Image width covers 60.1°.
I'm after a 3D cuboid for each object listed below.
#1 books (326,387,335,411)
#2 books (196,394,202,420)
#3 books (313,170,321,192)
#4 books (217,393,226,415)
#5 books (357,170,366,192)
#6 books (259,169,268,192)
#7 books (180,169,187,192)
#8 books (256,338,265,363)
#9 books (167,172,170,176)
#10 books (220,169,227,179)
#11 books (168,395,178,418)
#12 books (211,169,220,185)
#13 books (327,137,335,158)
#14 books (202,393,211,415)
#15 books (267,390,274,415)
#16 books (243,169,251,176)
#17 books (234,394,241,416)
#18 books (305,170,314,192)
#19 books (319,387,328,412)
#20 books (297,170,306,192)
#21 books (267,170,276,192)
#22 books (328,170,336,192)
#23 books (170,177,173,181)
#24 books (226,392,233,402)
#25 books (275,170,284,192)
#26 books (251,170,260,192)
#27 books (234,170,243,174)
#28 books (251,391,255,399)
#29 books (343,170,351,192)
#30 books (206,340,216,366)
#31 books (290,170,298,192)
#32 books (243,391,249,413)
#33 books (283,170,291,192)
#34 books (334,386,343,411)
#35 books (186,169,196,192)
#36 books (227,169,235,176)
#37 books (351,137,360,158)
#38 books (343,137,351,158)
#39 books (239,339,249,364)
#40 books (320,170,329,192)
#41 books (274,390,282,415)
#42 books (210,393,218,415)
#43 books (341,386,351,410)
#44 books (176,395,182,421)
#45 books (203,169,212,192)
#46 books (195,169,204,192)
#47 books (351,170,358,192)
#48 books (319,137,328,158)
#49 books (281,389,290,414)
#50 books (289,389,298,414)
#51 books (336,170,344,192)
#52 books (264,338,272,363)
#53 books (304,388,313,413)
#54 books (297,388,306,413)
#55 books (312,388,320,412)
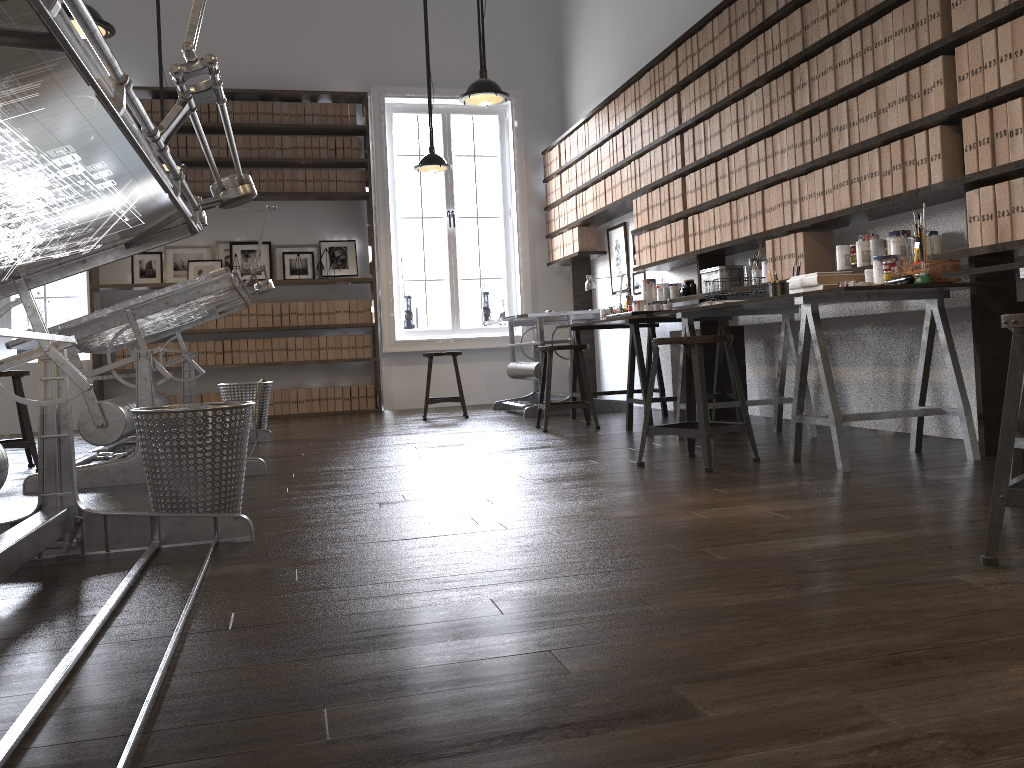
[{"bbox_3d":[-1.702,0.142,8.316,0.067,0.226,0.174,-3,0,-14],"label":"books"},{"bbox_3d":[-2.838,0.207,8.023,0.067,0.226,0.174,-3,0,-14],"label":"books"},{"bbox_3d":[-1.837,-1.887,8.340,0.067,0.226,0.174,-3,0,-14],"label":"books"},{"bbox_3d":[-2.642,0.196,8.071,0.067,0.226,0.174,-3,0,-14],"label":"books"},{"bbox_3d":[-1.438,-1.910,8.441,0.067,0.226,0.174,-3,0,-14],"label":"books"},{"bbox_3d":[-2.302,-1.861,8.219,0.067,0.226,0.174,-3,0,-14],"label":"books"},{"bbox_3d":[-2.984,-1.822,8.046,0.067,0.226,0.174,-3,0,-14],"label":"books"},{"bbox_3d":[-2.324,-0.306,8.174,0.067,0.226,0.174,-3,0,-14],"label":"books"},{"bbox_3d":[-3.116,-1.814,8.016,0.067,0.226,0.174,-3,0,-14],"label":"books"},{"bbox_3d":[-2.640,-1.841,8.131,0.067,0.226,0.174,-3,0,-14],"label":"books"},{"bbox_3d":[-3.050,0.219,7.974,0.067,0.226,0.174,-3,0,-14],"label":"books"},{"bbox_3d":[-2.710,-1.837,8.114,0.067,0.226,0.174,-3,0,-14],"label":"books"},{"bbox_3d":[-1.714,-2.207,8.382,0.067,0.226,0.174,-3,0,-14],"label":"books"},{"bbox_3d":[-2.768,0.203,8.046,0.067,0.226,0.174,-3,0,-14],"label":"books"},{"bbox_3d":[-2.234,0.172,8.175,0.067,0.226,0.174,-3,0,-14],"label":"books"},{"bbox_3d":[-2.444,-1.853,8.182,0.067,0.226,0.174,-3,0,-14],"label":"books"},{"bbox_3d":[-2.502,0.188,8.110,0.067,0.226,0.174,-3,0,-14],"label":"books"},{"bbox_3d":[-1.904,-1.884,8.319,0.067,0.226,0.174,-3,0,-14],"label":"books"},{"bbox_3d":[-1.771,0.146,8.298,0.067,0.226,0.174,-3,0,-14],"label":"books"},{"bbox_3d":[-1.975,-1.879,8.303,0.067,0.226,0.174,-3,0,-14],"label":"books"},{"bbox_3d":[-2.235,-1.865,8.240,0.067,0.226,0.174,-3,0,-14],"label":"books"},{"bbox_3d":[-1.701,-1.895,8.373,0.067,0.226,0.174,-3,0,-14],"label":"books"},{"bbox_3d":[-3.054,-1.818,8.030,0.067,0.226,0.174,-3,0,-14],"label":"books"},{"bbox_3d":[-2.572,0.192,8.089,0.067,0.226,0.174,-3,0,-14],"label":"books"},{"bbox_3d":[-2.166,-1.869,8.258,0.067,0.226,0.174,-3,0,-14],"label":"books"},{"bbox_3d":[-2.373,-1.857,8.206,0.067,0.226,0.174,-3,0,-14],"label":"books"},{"bbox_3d":[-2.517,-1.849,8.169,0.067,0.226,0.174,-3,0,-14],"label":"books"},{"bbox_3d":[-2.360,0.180,8.146,0.067,0.226,0.174,-3,0,-14],"label":"books"},{"bbox_3d":[-1.566,-1.903,8.403,0.067,0.226,0.174,-3,0,-14],"label":"books"},{"bbox_3d":[-2.737,-0.282,8.063,0.067,0.226,0.174,-3,0,-14],"label":"books"},{"bbox_3d":[-2.036,-1.876,8.289,0.067,0.226,0.174,-3,0,-14],"label":"books"},{"bbox_3d":[-2.430,0.184,8.127,0.067,0.226,0.174,-3,0,-14],"label":"books"},{"bbox_3d":[-2.100,-1.872,8.268,0.067,0.226,0.174,-3,0,-14],"label":"books"},{"bbox_3d":[-1.633,0.138,8.329,0.067,0.226,0.174,-3,0,-14],"label":"books"},{"bbox_3d":[-2.917,-1.826,8.067,0.067,0.226,0.174,-3,0,-14],"label":"books"},{"bbox_3d":[-2.580,-1.845,8.151,0.067,0.226,0.174,-3,0,-14],"label":"books"},{"bbox_3d":[-1.495,-2.220,8.435,0.067,0.226,0.174,-3,0,-14],"label":"books"},{"bbox_3d":[-1.570,-2.215,8.418,0.067,0.226,0.174,-3,0,-14],"label":"books"},{"bbox_3d":[-2.460,-0.298,8.132,0.067,0.226,0.174,-3,0,-14],"label":"books"},{"bbox_3d":[-1.770,-1.891,8.359,0.067,0.226,0.174,-3,0,-14],"label":"books"},{"bbox_3d":[-2.168,0.168,8.199,0.067,0.226,0.174,-3,0,-14],"label":"books"},{"bbox_3d":[-2.704,0.199,8.060,0.067,0.226,0.174,-3,0,-14],"label":"books"},{"bbox_3d":[-1.565,0.134,8.351,0.067,0.226,0.174,-3,0,-14],"label":"books"},{"bbox_3d":[-2.980,0.215,7.988,0.067,0.226,0.174,-3,0,-14],"label":"books"},{"bbox_3d":[-2.781,-1.833,8.099,0.067,0.226,0.174,-3,0,-14],"label":"books"},{"bbox_3d":[-2.850,-1.830,8.086,0.067,0.226,0.174,-3,0,-14],"label":"books"},{"bbox_3d":[-1.506,-1.906,8.423,0.067,0.226,0.174,-3,0,-14],"label":"books"},{"bbox_3d":[-1.782,-2.203,8.360,0.067,0.226,0.174,-3,0,-14],"label":"books"},{"bbox_3d":[-2.100,0.165,8.214,0.067,0.226,0.174,-3,0,-14],"label":"books"},{"bbox_3d":[-2.031,0.161,8.228,0.067,0.226,0.174,-3,0,-14],"label":"books"},{"bbox_3d":[-1.630,-1.899,8.387,0.067,0.226,0.174,-3,0,-14],"label":"books"},{"bbox_3d":[-2.256,-0.310,8.189,0.067,0.226,0.174,-3,0,-14],"label":"books"},{"bbox_3d":[-1.901,0.153,8.264,0.067,0.226,0.174,-3,0,-14],"label":"books"},{"bbox_3d":[-1.961,0.157,8.247,0.067,0.226,0.174,-3,0,-14],"label":"books"},{"bbox_3d":[-1.835,0.150,8.276,0.067,0.226,0.174,-3,0,-14],"label":"books"}]
